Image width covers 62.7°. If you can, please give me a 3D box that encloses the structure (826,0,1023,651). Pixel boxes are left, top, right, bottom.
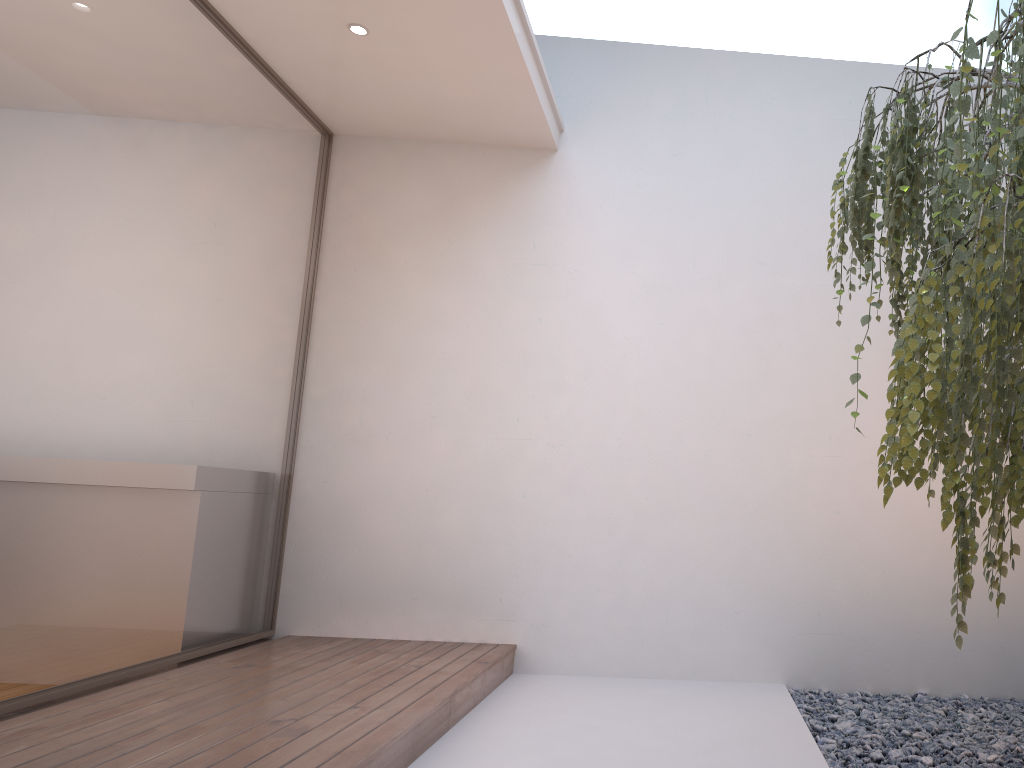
[{"bbox_3d":[1.655,-0.778,1.946,1.803,3.973,2.400,4,-6,3],"label":"structure"}]

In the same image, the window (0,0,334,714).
[{"bbox_3d":[-1.529,-0.389,1.793,0.060,2.456,4.761,3,-7,13],"label":"window"}]
